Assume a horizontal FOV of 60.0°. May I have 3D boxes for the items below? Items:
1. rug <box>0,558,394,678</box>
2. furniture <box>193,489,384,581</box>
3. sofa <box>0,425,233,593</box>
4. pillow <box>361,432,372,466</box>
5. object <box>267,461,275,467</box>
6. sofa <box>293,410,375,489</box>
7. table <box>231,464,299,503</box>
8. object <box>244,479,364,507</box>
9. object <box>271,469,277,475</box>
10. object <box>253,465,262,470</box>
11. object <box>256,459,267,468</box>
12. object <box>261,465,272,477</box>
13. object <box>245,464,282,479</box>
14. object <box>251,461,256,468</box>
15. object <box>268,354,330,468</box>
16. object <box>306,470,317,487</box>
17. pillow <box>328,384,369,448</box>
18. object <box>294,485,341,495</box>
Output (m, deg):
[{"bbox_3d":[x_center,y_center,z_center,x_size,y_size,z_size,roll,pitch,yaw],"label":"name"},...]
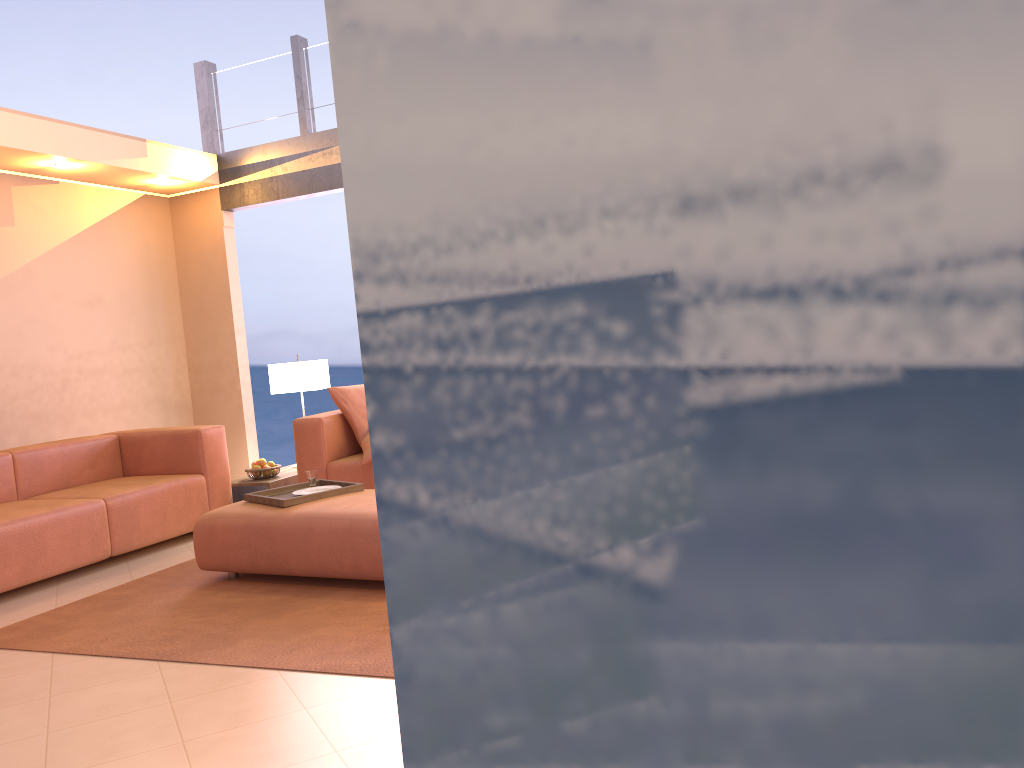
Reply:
[{"bbox_3d":[-0.689,0.891,3.899,2.626,0.005,1.833,-4,3,24],"label":"rug"},{"bbox_3d":[-0.814,0.688,4.229,1.291,0.301,0.685,-4,3,29],"label":"furniture"},{"bbox_3d":[-2.751,0.720,4.616,0.943,0.672,2.781,-4,3,24],"label":"sofa"},{"bbox_3d":[-0.672,0.303,5.472,0.517,0.292,0.514,-6,3,-7],"label":"pillow"},{"bbox_3d":[-1.597,0.537,5.881,0.051,0.053,0.045,-8,4,-43],"label":"object"},{"bbox_3d":[0.076,0.411,5.413,2.781,0.672,0.943,-4,3,24],"label":"sofa"},{"bbox_3d":[-1.533,0.735,6.133,0.412,0.268,0.918,-4,3,24],"label":"table"},{"bbox_3d":[-1.030,0.535,4.385,0.436,0.034,0.421,-8,4,-41],"label":"object"},{"bbox_3d":[-1.584,0.583,5.891,0.046,0.046,0.055,-5,3,1],"label":"object"},{"bbox_3d":[-1.672,0.556,5.821,0.055,0.047,0.045,-5,3,1],"label":"object"},{"bbox_3d":[-1.658,0.525,5.864,0.069,0.061,0.068,-6,3,-15],"label":"object"},{"bbox_3d":[-1.617,0.573,5.841,0.074,0.076,0.072,-4,3,33],"label":"object"},{"bbox_3d":[-1.648,0.587,5.886,0.235,0.071,0.235,-5,3,16],"label":"object"},{"bbox_3d":[-1.705,0.536,5.888,0.047,0.046,0.054,-5,3,10],"label":"object"},{"bbox_3d":[-1.503,0.182,6.390,0.344,0.799,0.344,-5,3,2],"label":"object"},{"bbox_3d":[-1.028,0.494,4.565,0.061,0.091,0.061,-5,3,8],"label":"object"},{"bbox_3d":[-0.915,0.218,5.789,0.314,0.455,0.519,-4,3,20],"label":"pillow"},{"bbox_3d":[-0.962,0.532,4.382,0.240,0.018,0.240,-6,3,-13],"label":"object"}]
